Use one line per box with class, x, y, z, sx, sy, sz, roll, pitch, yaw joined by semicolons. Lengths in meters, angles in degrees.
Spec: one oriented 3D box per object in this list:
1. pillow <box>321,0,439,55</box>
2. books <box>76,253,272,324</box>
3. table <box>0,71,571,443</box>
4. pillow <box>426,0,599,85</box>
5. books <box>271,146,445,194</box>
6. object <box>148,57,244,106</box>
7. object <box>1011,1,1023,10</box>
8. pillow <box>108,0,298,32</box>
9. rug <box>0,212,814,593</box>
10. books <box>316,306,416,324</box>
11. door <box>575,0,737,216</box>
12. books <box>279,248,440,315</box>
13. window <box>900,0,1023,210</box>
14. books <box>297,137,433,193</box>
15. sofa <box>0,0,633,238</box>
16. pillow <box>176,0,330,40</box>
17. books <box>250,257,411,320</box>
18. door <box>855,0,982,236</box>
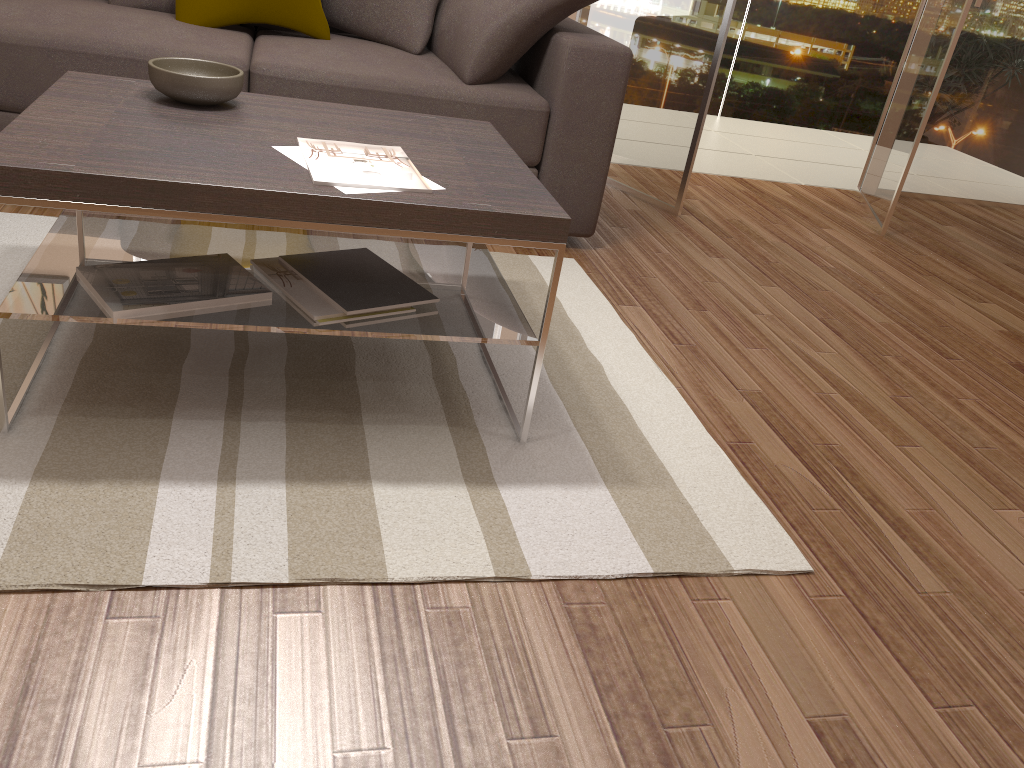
pillow;-0.502;-1.693;3.464;0.811;0.635;0.399;25;31;26
books;-0.727;-0.214;1.914;0.332;0.026;0.241;-13;35;-38
table;-0.549;-0.327;2.175;1.110;0.558;0.856;2;28;-16
pillow;-0.005;-1.392;3.376;0.560;0.470;0.749;0;29;-19
books;-0.333;-0.463;1.911;0.241;0.008;0.332;-13;35;-38
object;-0.774;-0.736;2.177;0.219;0.081;0.219;5;28;-11
object;3.399;-1.449;4.075;2.011;2.068;2.046;-7;32;-31
pillow;-1.163;-1.724;3.474;0.783;0.590;0.459;-1;29;-20
rug;-0.586;-0.081;2.302;2.122;0.024;1.791;2;28;-16
books;-0.412;-0.219;2.050;0.241;0.013;0.332;-12;35;-37
door;0.669;-2.056;3.881;0.060;2.419;0.967;-12;35;-37
books;-0.361;-0.248;2.080;0.241;0.008;0.332;-13;35;-38
window;3.300;-2.164;5.025;1.983;2.419;0.020;2;28;-16
books;-0.327;-0.477;1.924;0.241;0.010;0.332;0;29;-20
sofa;-1.402;-1.044;3.044;3.565;0.776;1.906;2;28;-16
pillow;-0.934;-1.564;3.314;0.658;0.492;0.382;-3;30;-25
books;-0.422;-0.234;2.050;0.241;0.008;0.332;-12;35;-37
door;2.166;-1.997;4.301;0.060;2.419;0.967;14;27;6
